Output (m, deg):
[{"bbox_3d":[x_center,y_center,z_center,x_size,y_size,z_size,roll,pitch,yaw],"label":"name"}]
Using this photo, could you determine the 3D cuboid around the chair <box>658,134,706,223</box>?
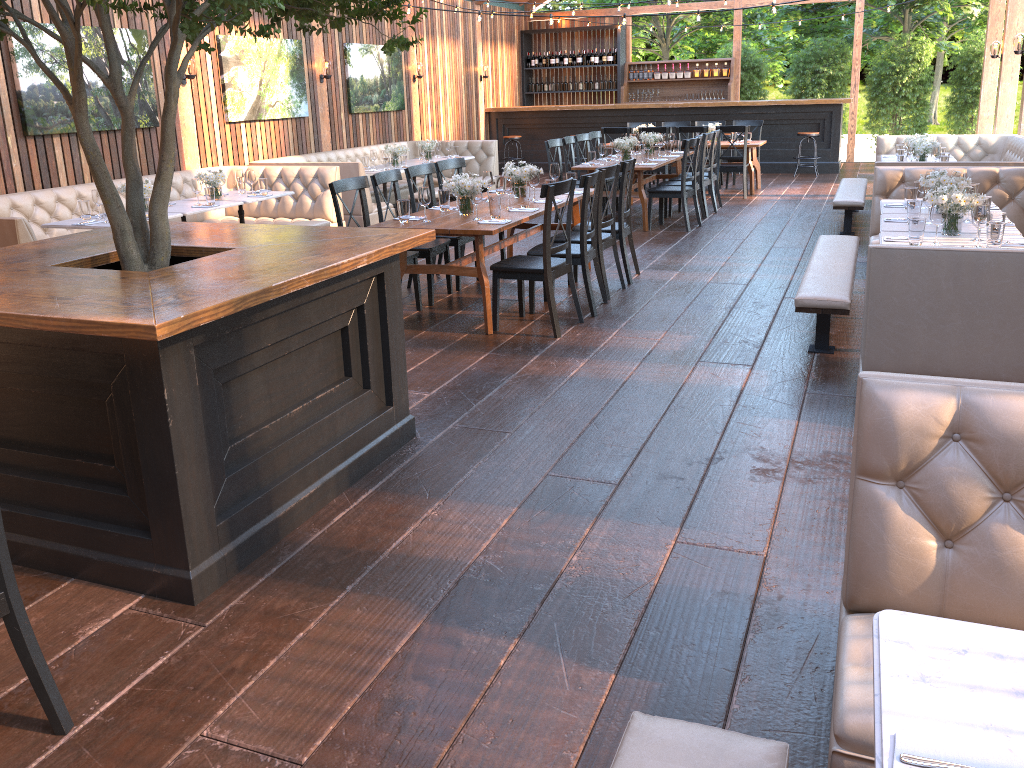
[{"bbox_3d":[2.048,-2.476,10.661,0.540,1.003,0.485,4,17,19],"label":"chair"}]

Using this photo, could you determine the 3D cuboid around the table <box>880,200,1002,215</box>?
[{"bbox_3d":[3.173,-0.995,6.643,0.800,0.661,0.812,5,18,21],"label":"table"}]

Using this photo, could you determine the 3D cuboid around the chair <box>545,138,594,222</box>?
[{"bbox_3d":[0.684,-2.411,10.606,0.540,1.003,0.485,5,17,22],"label":"chair"}]

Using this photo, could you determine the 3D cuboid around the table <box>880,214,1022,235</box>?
[{"bbox_3d":[2.869,-0.742,5.914,0.800,0.661,0.811,5,18,22],"label":"table"}]

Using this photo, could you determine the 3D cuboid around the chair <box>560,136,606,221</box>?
[{"bbox_3d":[0.893,-2.585,11.107,0.540,1.003,0.485,3,16,17],"label":"chair"}]

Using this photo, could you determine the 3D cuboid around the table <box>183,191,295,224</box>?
[{"bbox_3d":[-2.734,-1.579,8.992,0.800,0.661,0.812,5,18,21],"label":"table"}]

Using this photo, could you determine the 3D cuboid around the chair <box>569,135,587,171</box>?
[{"bbox_3d":[1.286,-4.337,16.770,0.468,0.723,0.476,0,16,5],"label":"chair"}]

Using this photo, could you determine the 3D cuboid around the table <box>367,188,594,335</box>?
[{"bbox_3d":[-0.100,-1.077,7.130,0.952,0.717,2.471,5,19,21],"label":"table"}]

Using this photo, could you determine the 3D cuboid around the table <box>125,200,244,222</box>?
[{"bbox_3d":[-3.039,-1.326,8.263,0.800,0.661,0.811,5,18,22],"label":"table"}]

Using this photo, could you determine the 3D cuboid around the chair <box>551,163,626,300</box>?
[{"bbox_3d":[0.593,-1.235,7.083,0.541,1.003,0.484,5,17,24],"label":"chair"}]

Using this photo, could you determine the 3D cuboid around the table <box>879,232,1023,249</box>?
[{"bbox_3d":[2.564,-0.489,5.184,0.800,0.661,0.812,5,18,20],"label":"table"}]

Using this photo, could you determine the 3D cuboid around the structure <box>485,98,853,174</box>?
[{"bbox_3d":[2.801,-4.686,16.826,6.814,1.253,0.870,6,18,22],"label":"structure"}]

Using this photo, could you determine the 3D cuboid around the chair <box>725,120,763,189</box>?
[{"bbox_3d":[3.654,-3.612,13.911,0.479,1.003,0.547,6,18,26],"label":"chair"}]

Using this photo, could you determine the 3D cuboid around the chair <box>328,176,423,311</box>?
[{"bbox_3d":[-1.010,-1.005,6.552,0.540,1.003,0.485,5,17,22],"label":"chair"}]

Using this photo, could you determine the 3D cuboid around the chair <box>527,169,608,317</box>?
[{"bbox_3d":[0.406,-1.059,6.573,0.540,1.003,0.485,3,16,17],"label":"chair"}]

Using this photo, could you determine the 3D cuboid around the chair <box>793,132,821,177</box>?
[{"bbox_3d":[5.091,-3.961,15.257,0.468,0.723,0.476,1,16,10],"label":"chair"}]

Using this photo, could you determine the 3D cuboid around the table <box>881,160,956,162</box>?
[{"bbox_3d":[4.556,-2.143,9.952,0.800,0.661,0.811,5,18,22],"label":"table"}]

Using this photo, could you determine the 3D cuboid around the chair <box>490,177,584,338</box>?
[{"bbox_3d":[0.164,-0.889,6.086,0.541,1.003,0.484,6,18,26],"label":"chair"}]

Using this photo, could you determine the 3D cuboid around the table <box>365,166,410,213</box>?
[{"bbox_3d":[-1.656,-2.474,11.572,0.800,0.661,0.812,5,18,20],"label":"table"}]

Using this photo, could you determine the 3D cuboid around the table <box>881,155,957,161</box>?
[{"bbox_3d":[4.860,-2.397,10.681,0.800,0.661,0.812,5,18,21],"label":"table"}]

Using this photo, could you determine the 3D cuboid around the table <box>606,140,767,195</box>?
[{"bbox_3d":[2.618,-3.356,13.700,2.435,0.717,0.966,6,19,22],"label":"table"}]

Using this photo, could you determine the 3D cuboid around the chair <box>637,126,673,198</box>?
[{"bbox_3d":[2.144,-3.323,13.197,0.478,1.003,0.548,3,17,17],"label":"chair"}]

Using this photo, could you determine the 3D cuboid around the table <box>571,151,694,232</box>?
[{"bbox_3d":[1.584,-2.476,11.161,0.952,0.717,2.471,5,19,21],"label":"table"}]

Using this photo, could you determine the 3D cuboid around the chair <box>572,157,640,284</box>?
[{"bbox_3d":[0.802,-1.409,7.583,0.540,1.003,0.485,3,16,17],"label":"chair"}]

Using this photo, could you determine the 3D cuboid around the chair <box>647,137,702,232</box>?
[{"bbox_3d":[1.863,-2.297,10.144,0.541,1.003,0.484,7,18,29],"label":"chair"}]

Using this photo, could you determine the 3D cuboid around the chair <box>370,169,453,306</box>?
[{"bbox_3d":[-0.801,-1.178,7.053,0.540,1.003,0.485,3,16,17],"label":"chair"}]

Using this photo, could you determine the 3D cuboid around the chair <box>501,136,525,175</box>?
[{"bbox_3d":[0.018,-4.462,17.274,0.469,0.723,0.474,7,18,28],"label":"chair"}]

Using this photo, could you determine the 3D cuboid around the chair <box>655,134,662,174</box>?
[{"bbox_3d":[2.555,-4.212,16.266,0.468,0.723,0.476,-3,16,-2],"label":"chair"}]

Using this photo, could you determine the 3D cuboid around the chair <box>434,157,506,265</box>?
[{"bbox_3d":[-0.383,-1.526,8.054,0.541,1.003,0.484,6,18,26],"label":"chair"}]

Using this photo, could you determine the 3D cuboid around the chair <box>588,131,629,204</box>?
[{"bbox_3d":[1.311,-2.932,12.108,0.540,1.003,0.485,5,17,22],"label":"chair"}]

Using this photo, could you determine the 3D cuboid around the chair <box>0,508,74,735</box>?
[{"bbox_3d":[-1.519,0.483,2.137,0.540,1.003,0.485,5,17,22],"label":"chair"}]

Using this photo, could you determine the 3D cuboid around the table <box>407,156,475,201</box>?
[{"bbox_3d":[-1.047,-2.980,13.030,0.800,0.661,0.812,5,18,21],"label":"table"}]

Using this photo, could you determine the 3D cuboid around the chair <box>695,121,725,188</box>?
[{"bbox_3d":[3.135,-3.663,14.117,0.478,1.003,0.548,3,17,17],"label":"chair"}]

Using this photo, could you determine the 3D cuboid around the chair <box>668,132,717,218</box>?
[{"bbox_3d":[2.277,-2.643,11.140,0.541,1.003,0.484,6,18,27],"label":"chair"}]

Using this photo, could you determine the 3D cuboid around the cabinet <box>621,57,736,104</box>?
[{"bbox_3d":[3.428,-5.660,18.416,2.278,2.058,0.501,5,17,22],"label":"cabinet"}]

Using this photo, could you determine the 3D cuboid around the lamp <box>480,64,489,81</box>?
[{"bbox_3d":[-0.528,-6.065,17.231,0.178,0.315,0.148,5,17,22],"label":"lamp"}]

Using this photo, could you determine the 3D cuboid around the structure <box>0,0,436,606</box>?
[{"bbox_3d":[-1.542,-1.335,3.439,2.725,3.634,2.891,8,19,30],"label":"structure"}]

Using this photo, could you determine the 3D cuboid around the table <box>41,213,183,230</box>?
[{"bbox_3d":[-3.343,-1.073,7.534,0.800,0.661,0.812,5,18,20],"label":"table"}]

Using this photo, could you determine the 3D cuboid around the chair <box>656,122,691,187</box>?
[{"bbox_3d":[2.615,-3.714,14.324,0.478,1.003,0.548,4,17,22],"label":"chair"}]

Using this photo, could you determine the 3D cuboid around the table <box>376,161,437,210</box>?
[{"bbox_3d":[-1.352,-2.727,12.301,0.800,0.661,0.811,5,18,22],"label":"table"}]

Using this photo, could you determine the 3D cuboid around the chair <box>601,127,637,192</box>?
[{"bbox_3d":[1.625,-3.375,13.404,0.478,1.003,0.548,4,17,22],"label":"chair"}]

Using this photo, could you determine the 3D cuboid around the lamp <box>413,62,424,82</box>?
[{"bbox_3d":[-1.558,-5.209,14.765,0.178,0.315,0.148,5,17,22],"label":"lamp"}]

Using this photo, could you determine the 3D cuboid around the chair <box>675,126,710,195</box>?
[{"bbox_3d":[2.664,-3.272,12.991,0.478,1.003,0.548,4,17,22],"label":"chair"}]

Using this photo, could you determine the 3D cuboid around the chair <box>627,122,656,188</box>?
[{"bbox_3d":[2.096,-3.765,14.530,0.478,1.003,0.548,3,17,17],"label":"chair"}]

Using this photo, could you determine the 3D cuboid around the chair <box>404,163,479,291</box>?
[{"bbox_3d":[-0.592,-1.352,7.554,0.540,1.003,0.485,5,17,22],"label":"chair"}]

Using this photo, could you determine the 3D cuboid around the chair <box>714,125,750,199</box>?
[{"bbox_3d":[3.183,-3.221,12.784,0.478,1.003,0.548,3,17,17],"label":"chair"}]

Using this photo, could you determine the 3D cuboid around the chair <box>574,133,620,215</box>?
[{"bbox_3d":[1.102,-2.759,11.607,0.541,1.003,0.484,6,18,26],"label":"chair"}]

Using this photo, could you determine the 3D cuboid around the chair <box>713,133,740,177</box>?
[{"bbox_3d":[3.823,-4.086,15.761,0.472,0.723,0.471,-17,22,-42],"label":"chair"}]

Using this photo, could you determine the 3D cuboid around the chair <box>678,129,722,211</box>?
[{"bbox_3d":[2.480,-2.817,11.643,0.540,1.003,0.485,5,17,22],"label":"chair"}]

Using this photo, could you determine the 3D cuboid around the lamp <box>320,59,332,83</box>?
[{"bbox_3d":[-2.585,-4.357,12.307,0.178,0.315,0.148,5,17,22],"label":"lamp"}]

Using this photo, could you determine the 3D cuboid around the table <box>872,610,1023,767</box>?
[{"bbox_3d":[0.910,0.885,1.226,0.800,0.661,0.812,5,18,20],"label":"table"}]
